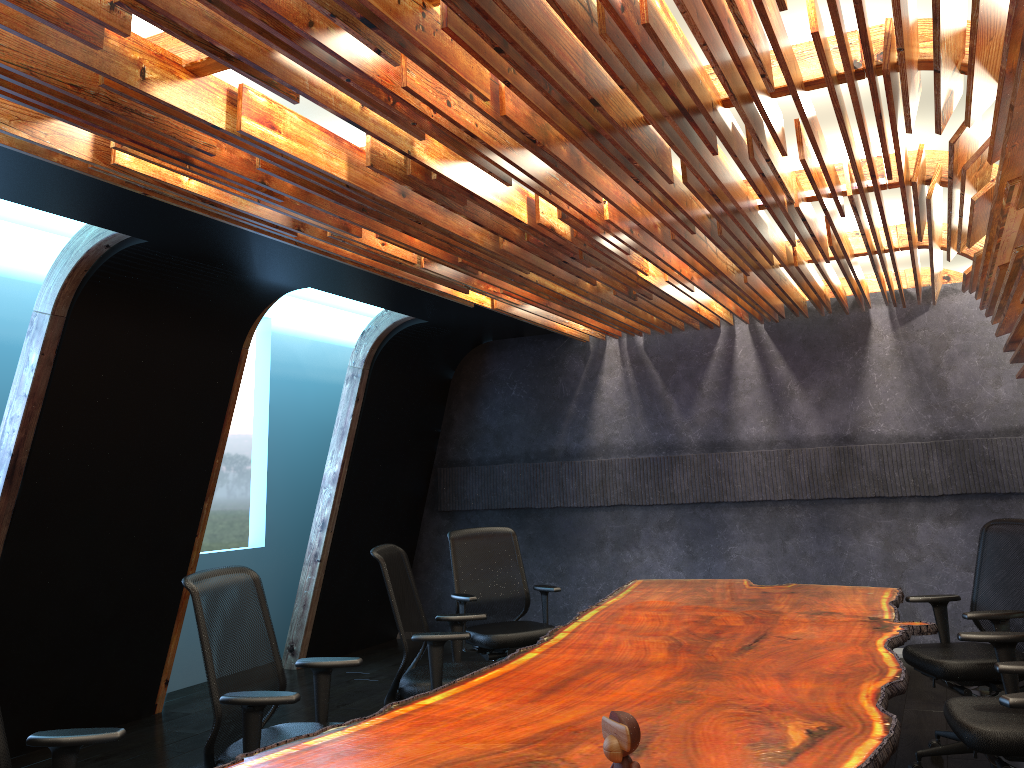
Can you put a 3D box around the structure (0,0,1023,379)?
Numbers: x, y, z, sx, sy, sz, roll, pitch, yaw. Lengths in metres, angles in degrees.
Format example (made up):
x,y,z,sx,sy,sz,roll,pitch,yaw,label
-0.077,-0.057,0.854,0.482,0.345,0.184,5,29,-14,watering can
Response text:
x,y,z,sx,sy,sz,roll,pitch,yaw,label
0.306,0.178,2.823,4.493,3.066,11.286,-7,-8,25,structure

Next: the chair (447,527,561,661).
x,y,z,sx,sy,sz,roll,pitch,yaw,label
-0.034,1.637,6.060,0.814,1.271,0.775,5,-14,-30,chair

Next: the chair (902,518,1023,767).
x,y,z,sx,sy,sz,roll,pitch,yaw,label
2.391,1.361,4.603,0.796,1.270,0.792,-2,-12,0,chair

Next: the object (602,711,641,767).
x,y,z,sx,sy,sz,roll,pitch,yaw,label
0.199,0.781,1.730,0.128,0.251,0.299,3,-11,-22,object

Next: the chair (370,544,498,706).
x,y,z,sx,sy,sz,roll,pitch,yaw,label
-0.314,1.484,4.662,0.796,1.270,0.792,-3,-12,5,chair

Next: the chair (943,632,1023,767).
x,y,z,sx,sy,sz,roll,pitch,yaw,label
1.997,1.237,3.415,0.793,1.270,0.795,-6,-13,15,chair

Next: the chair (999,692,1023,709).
x,y,z,sx,sy,sz,roll,pitch,yaw,label
1.708,1.126,2.369,0.796,1.270,0.792,-1,-12,-4,chair

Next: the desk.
x,y,z,sx,sy,sz,roll,pitch,yaw,label
0.405,1.466,3.013,2.021,0.837,6.552,-6,-8,25,desk

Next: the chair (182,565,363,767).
x,y,z,sx,sy,sz,roll,pitch,yaw,label
-0.854,1.367,3.475,0.795,1.270,0.793,-4,-12,9,chair

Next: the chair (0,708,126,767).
x,y,z,sx,sy,sz,roll,pitch,yaw,label
-1.377,1.263,2.412,0.796,1.270,0.792,-2,-12,0,chair
